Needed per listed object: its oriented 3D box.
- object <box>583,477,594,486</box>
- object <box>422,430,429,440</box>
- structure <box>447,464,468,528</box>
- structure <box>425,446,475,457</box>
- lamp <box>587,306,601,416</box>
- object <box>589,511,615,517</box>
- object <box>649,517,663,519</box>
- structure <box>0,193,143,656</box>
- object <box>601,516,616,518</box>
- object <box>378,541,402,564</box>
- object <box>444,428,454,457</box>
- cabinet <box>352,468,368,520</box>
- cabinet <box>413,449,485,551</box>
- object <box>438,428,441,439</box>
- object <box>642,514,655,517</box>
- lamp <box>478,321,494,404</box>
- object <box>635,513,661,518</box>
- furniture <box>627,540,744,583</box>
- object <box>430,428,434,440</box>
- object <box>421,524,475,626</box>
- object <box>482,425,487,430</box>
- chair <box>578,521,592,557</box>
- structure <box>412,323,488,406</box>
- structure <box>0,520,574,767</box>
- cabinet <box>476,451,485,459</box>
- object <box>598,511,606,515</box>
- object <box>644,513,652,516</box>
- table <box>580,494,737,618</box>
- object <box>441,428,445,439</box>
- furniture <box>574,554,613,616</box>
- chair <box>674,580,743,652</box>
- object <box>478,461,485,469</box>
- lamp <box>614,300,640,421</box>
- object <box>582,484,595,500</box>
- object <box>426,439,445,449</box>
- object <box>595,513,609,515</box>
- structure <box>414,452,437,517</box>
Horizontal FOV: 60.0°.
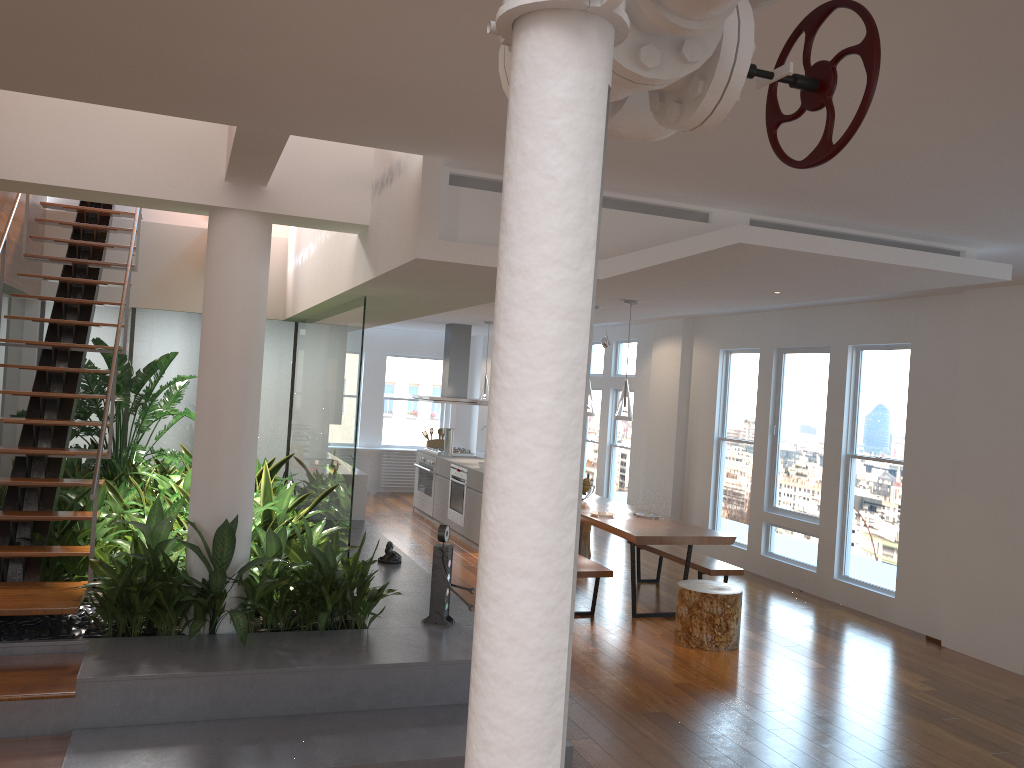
[{"bbox_3d":[0.598,0.985,8.593,0.292,0.284,0.394,4,0,34],"label":"object"},{"bbox_3d":[-1.126,0.755,11.972,0.199,0.259,0.016,4,0,-10],"label":"object"},{"bbox_3d":[-0.618,1.268,10.168,0.072,0.648,0.644,4,0,-20],"label":"structure"},{"bbox_3d":[-0.817,0.879,11.605,0.520,0.073,0.650,4,0,-20],"label":"structure"},{"bbox_3d":[0.704,-0.242,7.996,0.160,1.060,0.160,4,0,7],"label":"lamp"},{"bbox_3d":[0.773,1.118,7.605,0.222,0.020,0.222,4,0,20],"label":"object"},{"bbox_3d":[1.233,1.147,7.613,0.158,0.017,0.019,4,0,-25],"label":"object"},{"bbox_3d":[-2.429,-0.652,6.622,2.552,4.265,4.591,4,0,-20],"label":"structure"},{"bbox_3d":[0.806,1.122,7.474,0.149,0.014,0.044,4,0,-22],"label":"object"},{"bbox_3d":[-0.932,1.267,6.694,0.181,0.155,0.216,4,0,34],"label":"object"},{"bbox_3d":[-0.782,0.737,11.127,0.120,0.356,0.172,4,0,28],"label":"object"},{"bbox_3d":[-2.484,0.507,10.629,0.676,2.280,4.565,4,0,-20],"label":"cabinet"},{"bbox_3d":[-0.528,1.346,10.740,0.597,0.832,2.936,4,0,-20],"label":"cabinet"},{"bbox_3d":[-0.980,0.747,12.028,0.061,0.299,0.040,4,0,-23],"label":"object"},{"bbox_3d":[1.184,1.149,7.707,0.124,0.011,0.124,4,0,-38],"label":"object"},{"bbox_3d":[-0.302,-0.294,10.707,0.160,1.060,0.160,4,0,7],"label":"lamp"},{"bbox_3d":[1.184,1.145,7.707,0.222,0.020,0.222,4,0,-28],"label":"object"},{"bbox_3d":[1.489,1.687,7.867,0.316,0.389,1.433,4,0,-20],"label":"furniture"},{"bbox_3d":[-1.091,0.739,11.987,0.055,0.299,0.027,4,0,-20],"label":"object"},{"bbox_3d":[-0.337,1.095,5.081,0.318,0.565,0.134,4,0,16],"label":"object"},{"bbox_3d":[-0.201,0.783,13.633,0.210,0.563,0.590,3,0,41],"label":"object"},{"bbox_3d":[0.672,1.612,9.565,0.396,0.455,0.402,4,0,-30],"label":"chair"},{"bbox_3d":[-0.718,-0.448,11.587,0.909,1.405,0.900,4,0,-20],"label":"structure"},{"bbox_3d":[-2.137,1.455,6.064,3.088,0.386,5.584,4,0,-20],"label":"structure"},{"bbox_3d":[0.101,1.449,13.804,1.309,0.725,0.420,4,0,-20],"label":"cabinet"},{"bbox_3d":[0.773,1.112,7.605,0.079,0.030,0.070,4,0,33],"label":"object"},{"bbox_3d":[1.184,1.139,7.708,0.079,0.030,0.070,4,0,23],"label":"object"},{"bbox_3d":[0.266,1.455,9.547,0.893,0.704,5.996,4,0,-20],"label":"table"},{"bbox_3d":[-0.941,0.750,12.022,0.057,0.299,0.019,4,0,-20],"label":"object"},{"bbox_3d":[0.373,1.612,7.452,0.316,0.389,1.433,4,0,-20],"label":"furniture"},{"bbox_3d":[1.419,1.666,6.413,0.460,0.400,0.460,4,0,-10],"label":"chair"},{"bbox_3d":[-0.306,0.898,9.795,0.152,0.082,0.152,4,0,19],"label":"object"},{"bbox_3d":[0.956,-0.229,7.318,0.160,1.060,0.160,4,0,7],"label":"lamp"},{"bbox_3d":[0.623,1.050,8.588,0.360,0.159,0.360,4,0,33],"label":"object"},{"bbox_3d":[-0.982,0.826,12.018,0.353,0.157,0.084,4,0,-20],"label":"object"},{"bbox_3d":[0.773,1.122,7.605,0.124,0.011,0.124,4,0,1],"label":"object"},{"bbox_3d":[-0.880,1.302,11.577,0.649,0.735,0.890,4,0,-20],"label":"structure"}]
